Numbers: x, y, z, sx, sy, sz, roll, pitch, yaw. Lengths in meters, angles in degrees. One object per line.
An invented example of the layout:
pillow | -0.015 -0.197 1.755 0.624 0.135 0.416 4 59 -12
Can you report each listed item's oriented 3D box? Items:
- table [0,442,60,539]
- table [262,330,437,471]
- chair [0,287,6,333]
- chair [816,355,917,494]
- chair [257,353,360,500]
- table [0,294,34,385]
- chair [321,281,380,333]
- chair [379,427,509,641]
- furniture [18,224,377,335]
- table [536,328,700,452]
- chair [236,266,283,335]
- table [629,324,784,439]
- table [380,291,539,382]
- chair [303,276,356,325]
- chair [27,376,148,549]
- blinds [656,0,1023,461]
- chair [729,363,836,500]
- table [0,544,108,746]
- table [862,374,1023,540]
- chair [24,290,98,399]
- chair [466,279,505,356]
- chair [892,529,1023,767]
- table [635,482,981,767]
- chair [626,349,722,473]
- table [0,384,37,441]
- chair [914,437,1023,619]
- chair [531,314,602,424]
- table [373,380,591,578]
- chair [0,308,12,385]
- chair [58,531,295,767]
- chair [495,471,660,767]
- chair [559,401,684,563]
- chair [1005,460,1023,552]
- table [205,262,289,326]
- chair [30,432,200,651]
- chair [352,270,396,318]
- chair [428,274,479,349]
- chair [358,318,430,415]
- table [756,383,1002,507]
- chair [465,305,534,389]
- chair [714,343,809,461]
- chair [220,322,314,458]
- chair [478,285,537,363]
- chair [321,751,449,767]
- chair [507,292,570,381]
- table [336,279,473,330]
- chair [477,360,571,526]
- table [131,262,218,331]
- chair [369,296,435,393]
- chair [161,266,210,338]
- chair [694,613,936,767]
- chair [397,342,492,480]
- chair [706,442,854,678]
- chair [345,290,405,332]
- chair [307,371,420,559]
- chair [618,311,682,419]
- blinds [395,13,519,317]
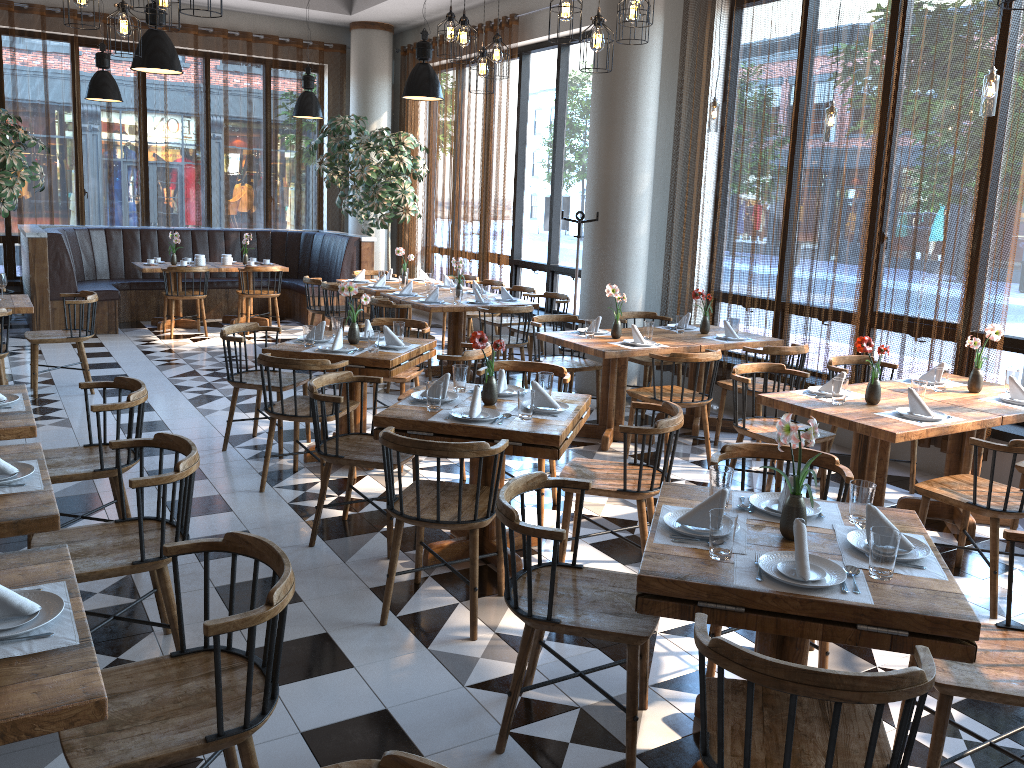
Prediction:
table | -1.943 0.707 2.837 0.851 0.758 0.855 -4 13 -31
table | -1.047 0.112 5.837 0.865 0.758 0.870 5 11 13
chair | -4.595 -0.431 7.553 0.520 0.811 0.553 -4 12 -31
chair | 2.277 0.266 5.664 0.520 0.811 0.553 -4 12 -31
chair | -1.203 0.208 5.224 0.520 0.811 0.553 5 11 13
table | -4.265 -0.271 6.994 0.851 0.758 0.855 -4 13 -31
chair | -1.676 -0.629 9.091 0.550 0.811 0.522 -4 12 -31
chair | -0.277 0.568 3.709 0.520 0.811 0.553 5 11 13
furniture | -4.020 -1.402 11.466 4.043 1.142 1.930 -5 13 -31
table | 0.749 0.042 6.537 0.851 0.758 0.855 -4 13 -31
chair | -3.054 -1.033 10.718 0.520 0.811 0.553 -4 12 -31
table | 1.482 -0.019 6.977 0.851 0.758 0.855 -4 13 -31
table | -0.538 -0.460 8.653 1.216 0.758 1.222 -3 13 -27
chair | -1.972 -0.745 9.576 0.550 0.811 0.522 -4 12 -31
chair | -1.970 0.414 4.090 0.550 0.811 0.522 -4 12 -31
blinds | 3.303 -1.168 4.944 0.160 3.555 7.311 -3 13 -31
chair | 1.554 0.326 5.231 0.520 0.811 0.553 -4 12 -31
table | -1.382 0.925 1.920 0.851 0.758 0.855 -4 13 -31
table | 2.615 0.422 5.124 0.851 0.758 0.855 -4 13 -31
chair | -3.704 -0.340 7.308 0.550 0.811 0.522 -4 12 -31
chair | -0.375 -0.735 9.857 0.550 0.811 0.522 -4 12 -31
chair | 1.460 0.875 2.612 0.550 0.811 0.523 5 11 13
table | 0.835 0.844 2.758 0.865 0.758 0.870 5 11 13
chair | 1.093 0.147 5.985 0.520 0.811 0.553 -4 12 -31
table | -2.511 0.487 3.766 0.851 0.758 0.855 -4 13 -31
chair | 2.226 0.587 4.132 0.520 0.811 0.553 -4 12 -31
chair | 0.422 -0.114 7.084 0.520 0.811 0.553 -4 12 -31
table | -0.121 0.472 4.323 0.865 0.758 0.870 5 11 13
chair | -3.912 -0.165 6.434 0.520 0.811 0.553 -4 12 -31
chair | -0.836 0.855 2.235 0.550 0.811 0.522 -4 12 -31
chair | 0.211 0.758 2.911 0.550 0.811 0.523 5 11 13
chair | 0.504 0.503 4.177 0.550 0.811 0.523 5 11 13
chair | 2.948 0.527 4.565 0.520 0.811 0.553 -4 12 -31
table | -3.380 -1.130 11.240 0.851 0.758 0.855 -4 13 -31
chair | -1.403 0.635 3.163 0.550 0.811 0.522 -4 12 -31
chair | -1.596 -0.900 10.389 0.520 0.811 0.553 -4 12 -31
chair | -0.681 -0.854 10.357 0.550 0.811 0.522 -4 12 -31
chair | -0.891 -0.039 6.460 0.520 0.811 0.553 5 11 13
table | 1.882 0.483 4.684 0.851 0.758 0.855 -4 13 -31
chair | -0.110 -0.322 7.958 0.520 0.811 0.553 -4 12 -31
chair | 1.816 0.086 6.418 0.520 0.811 0.553 -4 12 -31
chair | -1.672 0.026 5.991 0.550 0.811 0.523 5 11 13
chair | -0.040 -0.605 9.309 0.550 0.811 0.522 -4 12 -31
chair | -0.269 1.076 1.308 0.550 0.811 0.522 -4 12 -31
chair | 0.274 -0.482 8.794 0.550 0.811 0.522 -4 12 -31
table | -1.187 -0.713 9.714 1.216 0.758 1.222 -3 13 -27
chair | 0.035 0.321 4.945 0.520 0.811 0.553 5 11 13
table | -4.112 -1.069 10.801 0.851 0.758 0.855 -4 13 -31
chair | -1.017 -0.373 8.013 0.550 0.811 0.522 -4 12 -31
chair | -3.790 -0.971 10.277 0.520 0.811 0.553 -4 12 -31
chair | 0.679 0.940 2.144 0.520 0.811 0.553 5 11 13
chair | -0.422 0.143 5.692 0.550 0.811 0.523 5 11 13
chair | 0.992 0.693 3.379 0.520 0.811 0.553 5 11 13
chair | -1.341 -0.499 8.543 0.550 0.811 0.522 -4 12 -31
chair | -0.746 0.386 4.477 0.550 0.811 0.523 5 11 13
chair | 1.145 -0.175 7.517 0.520 0.811 0.553 -4 12 -31
blinds | -0.835 -2.780 11.725 0.155 3.556 3.218 -3 12 -30
